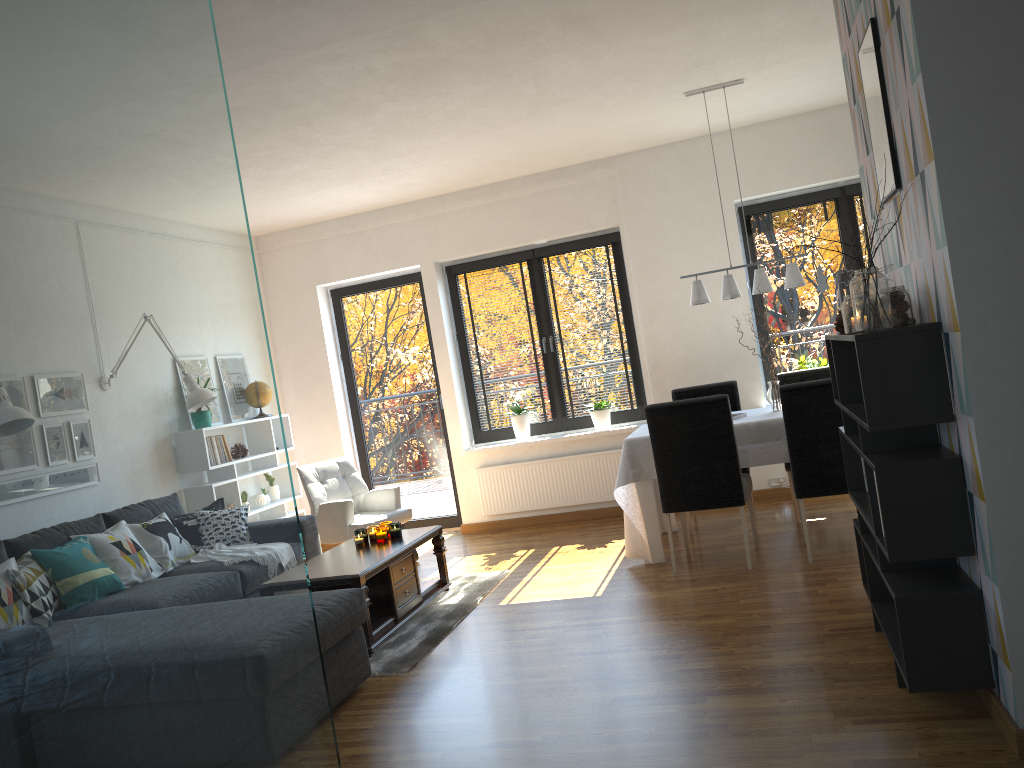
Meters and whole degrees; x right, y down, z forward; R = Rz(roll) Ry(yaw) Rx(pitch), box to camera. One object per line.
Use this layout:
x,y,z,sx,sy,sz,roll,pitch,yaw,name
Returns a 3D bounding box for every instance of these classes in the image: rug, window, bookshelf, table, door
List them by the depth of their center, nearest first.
1.392,0.397,3.211,0.238,1.201,1.188,-9,1,16,bookshelf
-0.811,1.127,4.898,0.570,0.409,1.178,-9,1,16,table
-0.741,1.324,4.982,1.052,0.034,1.811,-9,1,15,rug
1.613,0.557,5.517,1.857,0.763,1.234,-9,1,16,table
2.579,-0.728,6.671,1.562,1.588,0.119,-9,1,16,window
-2.014,0.886,6.794,0.238,1.201,1.188,-9,1,16,bookshelf
-0.982,0.191,7.707,0.977,2.275,0.119,-9,1,16,door
4.350,1.072,18.516,21.801,18.377,12.985,-10,1,-44,window

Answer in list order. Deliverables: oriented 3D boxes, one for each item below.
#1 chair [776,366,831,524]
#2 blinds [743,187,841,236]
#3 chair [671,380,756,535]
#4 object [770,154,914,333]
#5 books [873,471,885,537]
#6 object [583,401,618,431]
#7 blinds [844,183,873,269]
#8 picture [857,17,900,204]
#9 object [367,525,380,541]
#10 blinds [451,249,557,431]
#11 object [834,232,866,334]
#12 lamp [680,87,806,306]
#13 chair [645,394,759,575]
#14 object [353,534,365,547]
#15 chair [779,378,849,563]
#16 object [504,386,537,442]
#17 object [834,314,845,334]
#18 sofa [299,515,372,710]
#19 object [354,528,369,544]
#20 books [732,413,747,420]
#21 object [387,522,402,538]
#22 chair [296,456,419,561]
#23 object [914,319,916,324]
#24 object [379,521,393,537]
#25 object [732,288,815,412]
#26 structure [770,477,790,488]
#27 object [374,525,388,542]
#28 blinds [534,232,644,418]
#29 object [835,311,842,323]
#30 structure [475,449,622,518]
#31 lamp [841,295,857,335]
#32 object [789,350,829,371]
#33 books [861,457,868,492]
2.040,0.383,5.861,0.462,0.960,0.544,-9,1,21,chair
2.123,-1.302,6.716,0.711,0.230,0.049,-9,1,16,blinds
1.370,0.491,6.052,0.462,0.960,0.544,-9,1,16,chair
1.063,-0.417,2.806,0.426,0.522,0.298,-9,1,12,object
1.284,0.361,2.909,0.161,0.265,0.048,-9,1,16,books
0.716,0.249,7.082,0.267,0.237,0.283,-9,1,-3,object
2.929,-0.828,6.529,0.711,1.423,0.049,-9,1,16,blinds
1.262,-0.922,3.059,0.014,0.559,0.365,-9,1,16,picture
-0.807,0.875,5.202,0.079,0.081,0.079,-9,1,11,object
-0.054,-0.349,7.377,0.711,1.423,0.049,-9,1,16,blinds
1.360,-0.404,3.567,0.164,0.383,0.154,-8,2,32,object
1.346,-1.177,5.463,0.760,1.285,0.131,-9,1,16,lamp
1.111,0.543,5.103,0.462,0.960,0.544,-9,1,21,chair
-0.877,0.898,5.089,0.060,0.061,0.059,-9,1,21,object
1.780,0.436,4.913,0.462,0.960,0.544,-9,1,16,chair
0.066,0.249,7.204,0.286,0.444,0.340,-9,1,4,object
1.263,-0.230,3.362,0.082,0.085,0.082,-9,1,30,object
-1.566,1.043,4.567,2.164,0.848,2.506,-9,1,16,sofa
-0.875,0.887,5.165,0.079,0.081,0.079,-9,1,11,object
1.291,0.214,5.506,0.278,0.022,0.204,-9,1,42,books
-0.684,0.855,5.194,0.079,0.081,0.079,-9,1,11,object
-1.155,0.963,6.524,0.685,0.832,0.544,-8,2,41,chair
1.307,-0.206,2.901,0.029,0.030,0.025,-9,1,11,object
-0.745,0.864,5.279,0.079,0.081,0.079,-9,1,11,object
1.581,-0.218,5.441,0.403,0.785,0.615,-9,1,-10,object
2.611,0.460,6.484,1.458,0.460,0.078,-9,1,17,structure
-0.755,0.867,5.130,0.079,0.081,0.079,-9,1,11,object
0.633,-0.459,7.182,0.711,1.423,0.049,-9,1,16,blinds
1.378,-0.269,3.672,0.078,0.101,0.086,-9,1,30,object
0.428,0.810,7.104,1.458,0.460,0.078,-9,1,14,structure
1.144,-0.233,2.931,0.098,0.131,0.106,-9,1,28,lamp
2.257,-0.073,6.598,0.334,0.385,0.299,-9,1,31,object
1.539,0.346,3.719,0.126,0.195,0.025,-9,1,16,books
